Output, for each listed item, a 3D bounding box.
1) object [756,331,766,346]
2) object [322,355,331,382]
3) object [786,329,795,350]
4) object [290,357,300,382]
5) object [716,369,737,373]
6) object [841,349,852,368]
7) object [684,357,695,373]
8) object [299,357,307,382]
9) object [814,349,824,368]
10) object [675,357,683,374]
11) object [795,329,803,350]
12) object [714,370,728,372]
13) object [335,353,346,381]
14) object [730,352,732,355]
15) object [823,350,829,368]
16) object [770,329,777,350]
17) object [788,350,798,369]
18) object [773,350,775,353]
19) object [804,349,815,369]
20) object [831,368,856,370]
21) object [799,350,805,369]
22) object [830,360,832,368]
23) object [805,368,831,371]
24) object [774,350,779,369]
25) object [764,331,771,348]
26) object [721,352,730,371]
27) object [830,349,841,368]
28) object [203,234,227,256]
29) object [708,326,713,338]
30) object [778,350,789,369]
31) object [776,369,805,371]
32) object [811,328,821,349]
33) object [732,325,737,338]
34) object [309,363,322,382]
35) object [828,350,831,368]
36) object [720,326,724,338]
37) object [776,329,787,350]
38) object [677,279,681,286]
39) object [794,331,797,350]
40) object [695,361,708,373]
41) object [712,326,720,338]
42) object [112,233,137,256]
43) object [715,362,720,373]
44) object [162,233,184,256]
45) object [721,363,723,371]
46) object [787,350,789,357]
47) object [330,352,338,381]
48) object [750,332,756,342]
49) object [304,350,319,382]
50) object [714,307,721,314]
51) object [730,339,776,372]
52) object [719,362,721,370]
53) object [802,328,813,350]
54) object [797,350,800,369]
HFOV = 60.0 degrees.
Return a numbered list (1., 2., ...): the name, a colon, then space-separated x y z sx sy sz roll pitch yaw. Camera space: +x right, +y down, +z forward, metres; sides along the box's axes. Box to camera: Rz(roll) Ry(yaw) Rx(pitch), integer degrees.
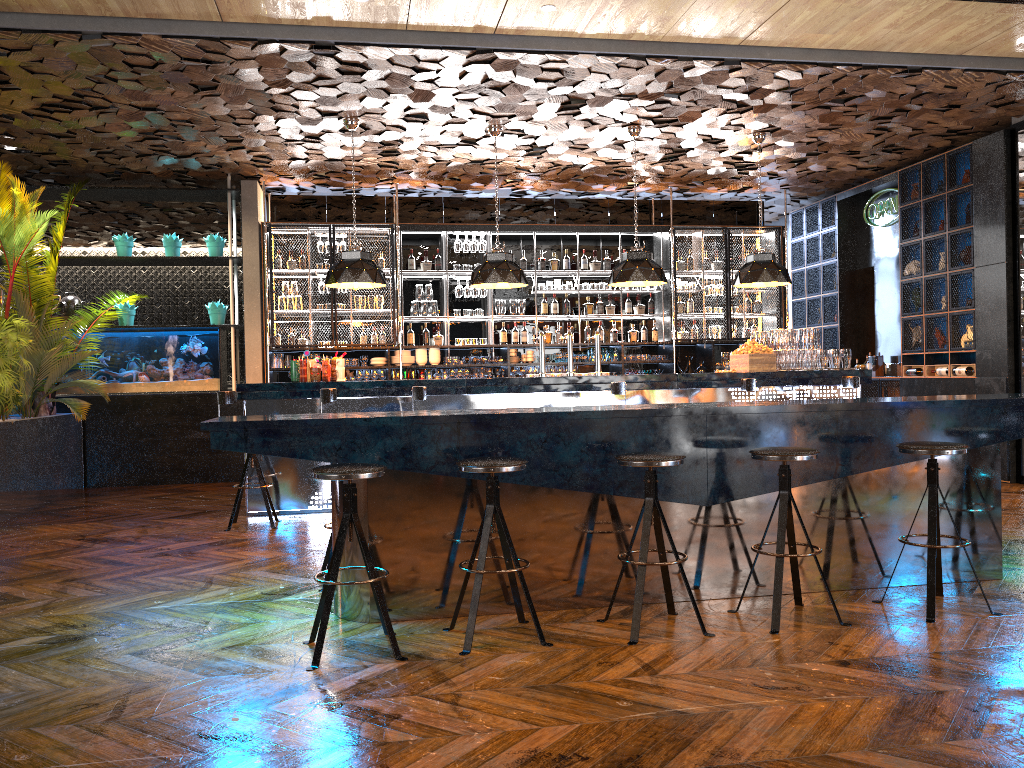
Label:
1. object: 2.597 -0.446 9.276 0.105 0.209 0.105 -1 1 15
2. object: -1.740 -0.149 8.303 0.080 0.254 0.091 -1 1 -8
3. object: 2.775 -0.446 8.857 0.105 0.209 0.105 -1 1 15
4. object: -1.960 -0.132 8.007 0.086 0.237 0.084 -1 1 9
5. object: 2.092 -0.124 8.700 0.198 0.045 0.377 -1 1 28
6. object: 3.365 -0.249 8.933 0.105 0.209 0.105 -2 1 -35
7. object: 2.346 -0.204 11.716 0.170 0.313 0.170 -1 1 -16
8. object: -1.931 -0.139 8.159 0.078 0.246 0.084 -1 1 -12
9. object: 3.066 -0.244 8.866 0.105 0.209 0.105 -1 1 15
10. object: 2.171 -0.197 11.686 0.186 0.307 0.186 -1 1 -4
11. object: 2.934 -0.451 9.008 0.105 0.209 0.105 -1 1 15
12. object: 2.331 -0.134 9.313 0.273 0.019 0.437 -1 1 -10
13. object: -1.561 -0.155 8.089 0.081 0.264 0.099 -1 1 11
14. object: 2.317 -0.228 9.195 0.105 0.209 0.105 -2 1 -35
15. object: 3.214 -0.248 9.151 0.105 0.209 0.105 -1 1 15
16. object: 2.657 -0.444 8.950 0.105 0.209 0.105 -1 1 15
17. object: 2.789 -0.237 8.809 0.105 0.209 0.105 -1 1 15
18. object: 2.653 -0.236 9.009 0.105 0.209 0.105 -1 1 15
19. object: 2.959 -0.241 8.834 0.105 0.209 0.105 -1 1 15
20. object: 3.271 -0.153 9.043 0.273 0.019 0.437 -1 1 -10
21. object: 2.951 -0.242 8.950 0.105 0.209 0.105 -1 1 15
22. object: 3.297 -0.249 9.043 0.105 0.209 0.105 -1 1 15
23. object: 2.997 -0.146 8.982 0.273 0.019 0.437 -1 1 -10
24. object: 2.674 -0.235 8.892 0.105 0.209 0.105 -1 1 15
25. object: 2.685 -0.448 9.296 0.105 0.209 0.105 -1 1 15
26. object: 2.274 -0.229 9.420 0.105 0.209 0.105 -1 1 15
27. object: 3.257 -0.247 8.926 0.105 0.209 0.105 -2 1 -35
28. object: -3.572 -1.659 10.670 0.265 0.325 0.245 -1 1 -16
29. object: 2.688 -0.669 11.886 0.105 0.209 0.105 -2 1 -25
30. object: 2.682 -0.234 8.776 0.105 0.209 0.105 -1 1 15
31. object: 2.720 -0.140 8.924 0.273 0.019 0.437 -1 1 -10
32. object: 3.052 -0.453 8.915 0.105 0.209 0.105 -1 1 15
33. object: 2.939 -0.674 11.817 0.105 0.209 0.105 -2 1 -25
34. object: -1.780 -0.114 8.037 0.110 0.191 0.131 -1 1 2
35. object: 3.326 -0.251 9.178 0.105 0.209 0.105 -1 1 15
36. object: 2.822 -0.671 11.856 0.105 0.209 0.105 -2 1 -25
37. object: 2.686 -0.444 8.837 0.105 0.209 0.105 -1 1 15
38. object: 2.181 -1.336 11.690 0.089 0.092 0.089 -1 1 16
39. object: 2.962 -0.455 9.354 0.105 0.209 0.105 -1 1 15
40. object: 2.495 -0.174 11.685 0.158 0.248 0.158 -1 1 -16
41. object: 2.715 -0.668 11.774 0.105 0.209 0.105 -2 1 -25
42. object: -4.598 -1.634 10.489 0.245 0.325 0.265 -1 1 44
43. object: 2.692 -0.170 11.649 0.079 0.231 0.079 -1 1 26
44. object: -4.049 -1.647 10.589 0.255 0.325 0.244 -1 1 17
45. object: 2.793 -0.172 11.669 0.079 0.231 0.079 -1 1 -14
46. object: 2.780 -0.238 8.918 0.105 0.209 0.105 -1 1 15
47. object: -1.636 -0.162 8.205 0.080 0.277 0.091 -1 1 22
48. object: 2.567 -0.446 9.389 0.105 0.209 0.105 -1 1 15
49. object: -1.860 -0.168 8.254 0.116 0.298 0.105 -1 1 21
50. object: 2.743 -0.977 11.841 0.089 0.092 0.089 -1 1 -9
51. object: 2.417 -0.284 8.854 0.340 0.332 0.464 -1 1 -7
52. object: 2.748 -0.172 11.751 0.079 0.231 0.079 -2 1 -30
53. object: 2.963 -0.450 8.895 0.105 0.209 0.105 -1 1 15
54. object: 2.929 -0.243 9.067 0.105 0.209 0.105 -1 1 15
